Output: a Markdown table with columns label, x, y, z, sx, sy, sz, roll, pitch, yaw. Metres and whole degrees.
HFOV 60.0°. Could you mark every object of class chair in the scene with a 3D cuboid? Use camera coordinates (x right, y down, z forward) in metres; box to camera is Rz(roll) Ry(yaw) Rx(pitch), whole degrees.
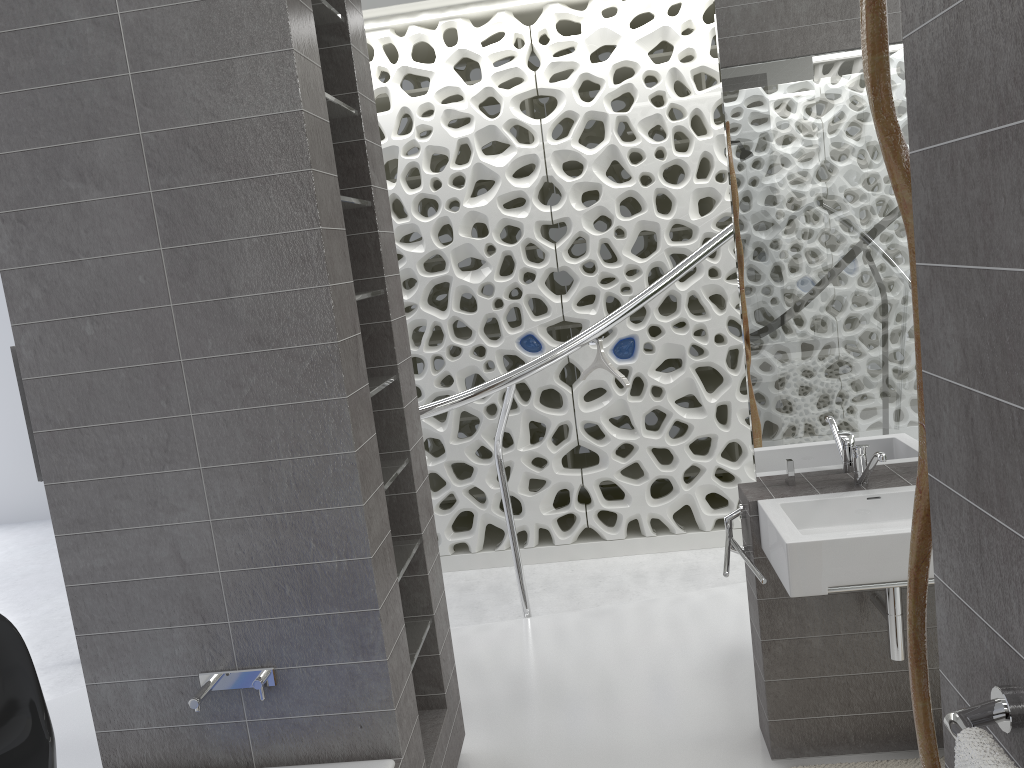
| label | x | y | z | sx | sy | sz | roll | pitch | yaw |
| --- | --- | --- | --- | --- | --- | --- | --- | --- | --- |
| chair | -1.481 | 1.107 | 2.381 | 0.491 | 0.847 | 0.608 | -11 | 9 | -24 |

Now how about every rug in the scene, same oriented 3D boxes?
| label | x | y | z | sx | sy | sz | roll | pitch | yaw |
| --- | --- | --- | --- | --- | --- | --- | --- | --- | --- |
| rug | 1.372 | 1.183 | 2.294 | 1.153 | 0.016 | 0.775 | -6 | 8 | 6 |

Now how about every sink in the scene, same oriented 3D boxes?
| label | x | y | z | sx | sy | sz | roll | pitch | yaw |
| --- | --- | --- | --- | --- | --- | --- | --- | --- | --- |
| sink | 1.065 | 0.485 | 2.508 | 0.650 | 0.598 | 0.478 | -6 | 8 | 6 |

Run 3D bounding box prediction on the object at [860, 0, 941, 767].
| label | x | y | z | sx | sy | sz | roll | pitch | yaw |
| --- | --- | --- | --- | --- | --- | --- | --- | --- | --- |
| object | 0.720 | 0.195 | 1.343 | 0.400 | 2.389 | 0.400 | -6 | 8 | 6 |

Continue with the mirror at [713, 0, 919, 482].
| label | x | y | z | sx | sy | sz | roll | pitch | yaw |
| --- | --- | --- | --- | --- | --- | --- | --- | --- | --- |
| mirror | 1.191 | -0.727 | 2.603 | 1.100 | 1.980 | 0.030 | -6 | 8 | 6 |

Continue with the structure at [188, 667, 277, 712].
| label | x | y | z | sx | sy | sz | roll | pitch | yaw |
| --- | --- | --- | --- | --- | --- | --- | --- | --- | --- |
| structure | -0.696 | 0.767 | 2.190 | 0.200 | 0.073 | 0.119 | -6 | 8 | 6 |

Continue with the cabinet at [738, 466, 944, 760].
| label | x | y | z | sx | sy | sz | roll | pitch | yaw |
| --- | --- | --- | --- | --- | --- | --- | --- | --- | --- |
| cabinet | 1.354 | 0.698 | 2.637 | 1.200 | 0.870 | 0.461 | -6 | 8 | 6 |

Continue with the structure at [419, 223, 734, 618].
| label | x | y | z | sx | sy | sz | roll | pitch | yaw |
| --- | --- | --- | --- | --- | --- | --- | --- | --- | --- |
| structure | 0.239 | 0.498 | 1.821 | 5.250 | 2.080 | 5.433 | -7 | 8 | 1 |

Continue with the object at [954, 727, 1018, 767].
| label | x | y | z | sx | sy | sz | roll | pitch | yaw |
| --- | --- | --- | --- | --- | --- | --- | --- | --- | --- |
| object | 0.495 | 0.688 | 0.805 | 0.042 | 0.656 | 0.283 | -6 | 8 | 6 |

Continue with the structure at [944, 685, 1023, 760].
| label | x | y | z | sx | sy | sz | roll | pitch | yaw |
| --- | --- | --- | --- | --- | --- | --- | --- | --- | --- |
| structure | 0.483 | 0.382 | 0.760 | 0.078 | 0.047 | 0.442 | -6 | 8 | 6 |

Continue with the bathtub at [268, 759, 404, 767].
| label | x | y | z | sx | sy | sz | roll | pitch | yaw |
| --- | --- | --- | --- | --- | --- | --- | --- | --- | --- |
| bathtub | -0.717 | 1.320 | 1.476 | 0.800 | 0.435 | 1.700 | -6 | 8 | 6 |

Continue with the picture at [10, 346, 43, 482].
| label | x | y | z | sx | sy | sz | roll | pitch | yaw |
| --- | --- | --- | --- | --- | --- | --- | --- | --- | --- |
| picture | -1.171 | 0.024 | 2.562 | 0.060 | 0.351 | 0.682 | -6 | 8 | 6 |
